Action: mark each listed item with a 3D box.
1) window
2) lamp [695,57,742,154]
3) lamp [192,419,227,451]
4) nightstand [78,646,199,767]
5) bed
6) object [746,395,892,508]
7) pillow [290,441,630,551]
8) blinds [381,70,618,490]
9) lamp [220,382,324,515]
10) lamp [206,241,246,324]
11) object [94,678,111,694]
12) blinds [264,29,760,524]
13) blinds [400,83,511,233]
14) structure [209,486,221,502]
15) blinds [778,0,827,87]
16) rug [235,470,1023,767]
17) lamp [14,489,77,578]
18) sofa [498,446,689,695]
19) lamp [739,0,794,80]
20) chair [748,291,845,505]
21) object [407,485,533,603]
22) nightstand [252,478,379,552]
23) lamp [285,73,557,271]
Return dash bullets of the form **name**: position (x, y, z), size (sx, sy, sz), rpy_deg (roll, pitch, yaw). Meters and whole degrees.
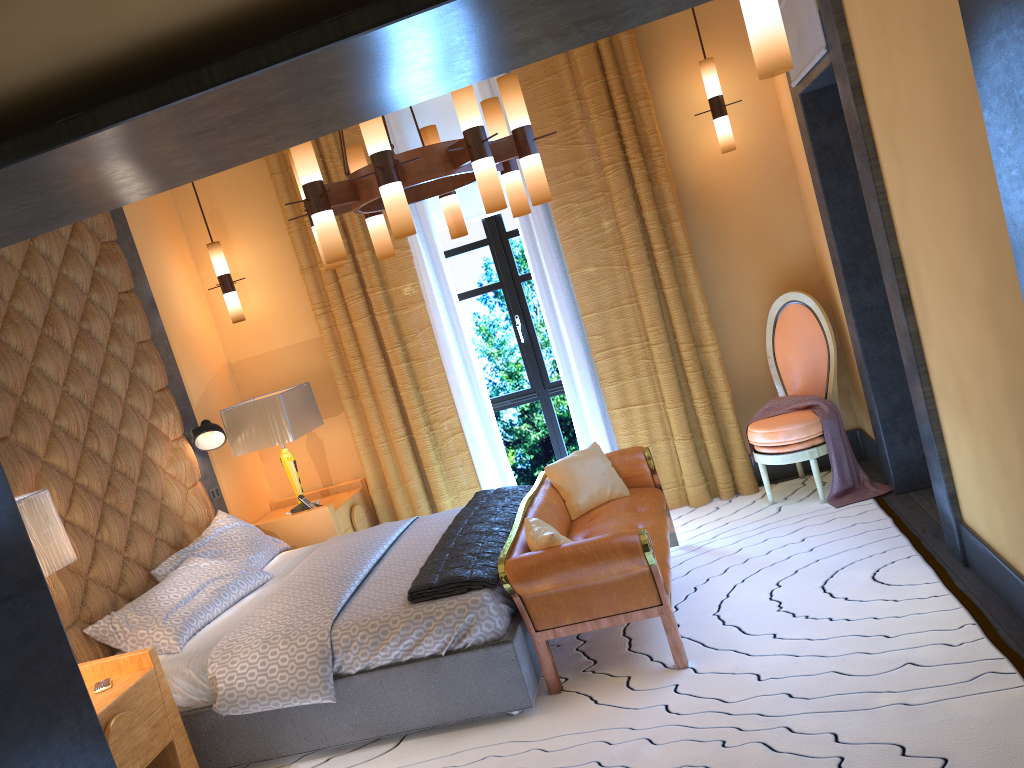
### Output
- **window**: position (0.036, -0.513, 5.950), size (1.201, 3.008, 0.129), rpy_deg (-15, 8, 11)
- **lamp**: position (1.187, -1.604, 5.119), size (0.198, 0.533, 0.199), rpy_deg (-21, 9, -33)
- **lamp**: position (-1.675, 0.268, 5.422), size (0.566, 0.218, 0.231), rpy_deg (-20, 8, -31)
- **nightstand**: position (-1.691, 1.519, 3.303), size (0.721, 0.702, 0.706), rpy_deg (-15, 7, 11)
- **bed**: position (-0.885, 1.026, 4.469), size (2.109, 0.827, 1.882), rpy_deg (-15, 7, 11)
- **object**: position (1.722, 0.349, 5.067), size (0.427, 0.573, 0.803), rpy_deg (-21, 8, -31)
- **pillow**: position (-0.180, 0.641, 4.909), size (1.142, 0.408, 2.631), rpy_deg (-21, 8, -37)
- **blinds**: position (-0.220, -0.966, 5.579), size (2.052, 4.086, 0.236), rpy_deg (-15, 8, 9)
- **lamp**: position (-1.444, 0.456, 5.661), size (0.424, 0.804, 0.503), rpy_deg (-15, 7, 11)
- **lamp**: position (-1.864, -0.660, 5.782), size (0.198, 0.533, 0.199), rpy_deg (-21, 9, -33)
- **object**: position (-1.584, 1.169, 3.433), size (0.064, 0.018, 0.111), rpy_deg (-19, 7, -23)
- **blinds**: position (-0.203, -0.984, 5.488), size (2.453, 4.157, 0.134), rpy_deg (-15, 8, 11)
- **blinds**: position (-0.268, -1.524, 5.801), size (1.201, 0.875, 0.013), rpy_deg (-15, 8, 11)
- **structure**: position (-1.816, 0.671, 5.413), size (0.016, 0.072, 0.103), rpy_deg (-15, 7, 11)
- **blinds**: position (1.147, -2.189, 3.972), size (0.042, 1.580, 0.892), rpy_deg (-15, 7, 11)
- **rug**: position (0.093, 1.249, 4.174), size (3.706, 0.016, 3.375), rpy_deg (-15, 6, 11)
- **lamp**: position (-1.878, 0.866, 3.229), size (0.424, 0.804, 0.503), rpy_deg (-15, 7, 11)
- **sofa**: position (0.442, 0.797, 4.291), size (0.651, 0.642, 1.609), rpy_deg (-15, 7, 11)
- **lamp**: position (0.587, -1.031, 2.188), size (0.198, 0.533, 0.199), rpy_deg (-21, 9, -33)
- **chair**: position (1.616, 0.080, 5.140), size (0.501, 1.150, 0.629), rpy_deg (-9, 10, 44)
- **object**: position (-0.150, 0.717, 4.288), size (0.405, 0.105, 1.456), rpy_deg (-15, 6, 11)
- **nightstand**: position (-1.281, 1.108, 5.849), size (0.721, 0.692, 0.678), rpy_deg (-15, 7, 11)
- **lamp**: position (-0.633, -1.665, 3.664), size (1.143, 2.174, 1.136), rpy_deg (-12, 9, 34)
